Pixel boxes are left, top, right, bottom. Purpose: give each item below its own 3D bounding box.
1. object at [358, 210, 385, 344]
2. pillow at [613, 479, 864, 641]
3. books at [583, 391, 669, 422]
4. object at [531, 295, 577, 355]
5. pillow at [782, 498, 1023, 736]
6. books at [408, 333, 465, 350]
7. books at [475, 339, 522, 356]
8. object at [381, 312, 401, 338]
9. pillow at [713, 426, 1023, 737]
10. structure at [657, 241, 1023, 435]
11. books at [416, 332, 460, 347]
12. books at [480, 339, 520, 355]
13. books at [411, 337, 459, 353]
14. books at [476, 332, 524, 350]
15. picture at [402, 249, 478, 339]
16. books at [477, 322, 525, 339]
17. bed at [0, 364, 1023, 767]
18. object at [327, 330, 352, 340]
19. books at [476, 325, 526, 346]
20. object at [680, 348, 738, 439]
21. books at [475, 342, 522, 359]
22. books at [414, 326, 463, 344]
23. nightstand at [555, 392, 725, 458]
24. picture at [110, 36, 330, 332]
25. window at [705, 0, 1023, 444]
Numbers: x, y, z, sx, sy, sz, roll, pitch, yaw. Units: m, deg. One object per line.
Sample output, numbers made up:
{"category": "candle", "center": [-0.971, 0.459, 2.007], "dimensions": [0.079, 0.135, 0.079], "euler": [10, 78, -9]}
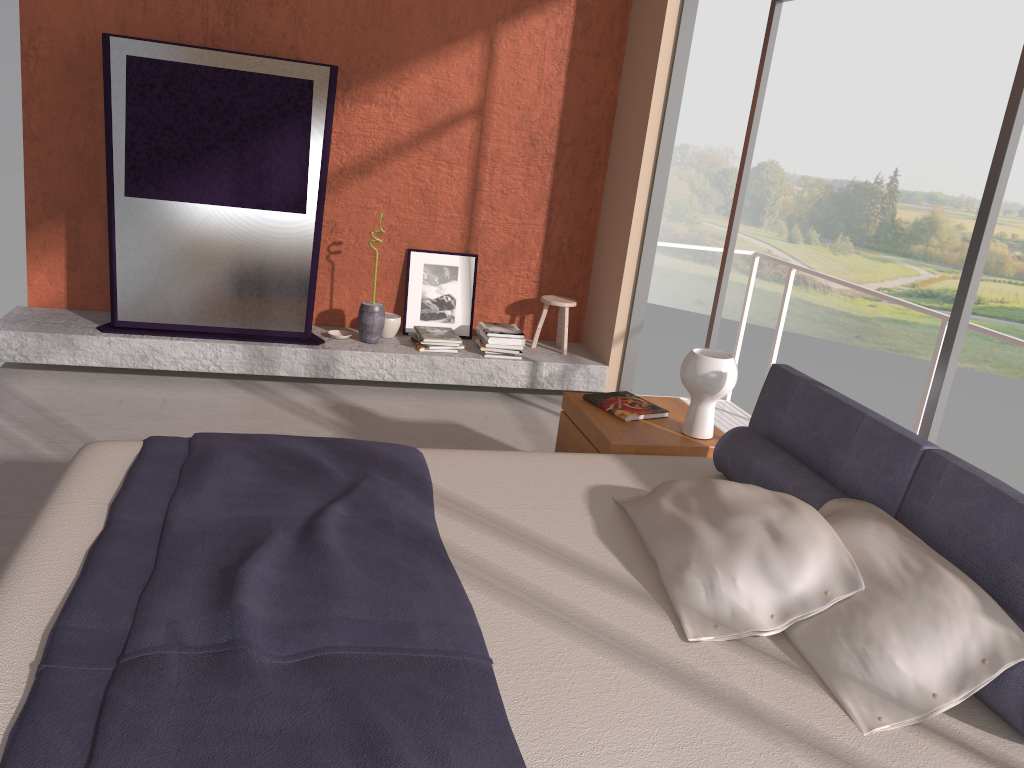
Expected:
{"category": "object", "center": [-0.832, -0.645, 5.380], "dimensions": [0.165, 0.810, 0.165], "euler": [10, 16, 7]}
{"category": "pillow", "center": [0.587, 0.412, 2.478], "dimensions": [0.431, 0.264, 0.869], "euler": [5, 16, -8]}
{"category": "books", "center": [0.487, 0.093, 3.802], "dimensions": [0.247, 0.025, 0.287], "euler": [-4, 20, -33]}
{"category": "object", "center": [0.299, -0.390, 5.856], "dimensions": [0.257, 0.349, 0.260], "euler": [-9, 23, -44]}
{"category": "pillow", "center": [0.850, 0.521, 2.193], "dimensions": [0.400, 0.265, 0.791], "euler": [4, 17, -12]}
{"category": "books", "center": [-0.476, -0.272, 5.586], "dimensions": [0.247, 0.018, 0.328], "euler": [-2, 19, -30]}
{"category": "books", "center": [-0.085, -0.234, 5.665], "dimensions": [0.247, 0.018, 0.287], "euler": [3, 17, -15]}
{"category": "object", "center": [-0.803, -0.371, 5.661], "dimensions": [0.179, 0.137, 0.180], "euler": [7, 16, -3]}
{"category": "pillow", "center": [0.978, 0.457, 2.500], "dimensions": [0.205, 0.201, 1.470], "euler": [3, 17, -15]}
{"category": "structure", "center": [2.066, 0.770, 2.191], "dimensions": [0.728, 1.005, 7.689], "euler": [3, 17, -15]}
{"category": "books", "center": [-0.467, -0.288, 5.567], "dimensions": [0.247, 0.025, 0.287], "euler": [4, 17, -13]}
{"category": "books", "center": [-0.080, -0.247, 5.636], "dimensions": [0.247, 0.025, 0.287], "euler": [6, 16, -5]}
{"category": "books", "center": [-0.490, -0.248, 5.582], "dimensions": [0.247, 0.025, 0.287], "euler": [2, 17, -18]}
{"category": "books", "center": [-0.077, -0.279, 5.646], "dimensions": [0.247, 0.027, 0.328], "euler": [3, 17, -14]}
{"category": "picture", "center": [-0.466, -0.584, 5.787], "dimensions": [0.458, 0.550, 0.117], "euler": [3, 17, -15]}
{"category": "books", "center": [-0.071, -0.341, 5.634], "dimensions": [0.247, 0.025, 0.287], "euler": [3, 17, -15]}
{"category": "bed", "center": [-0.042, 0.571, 2.293], "dimensions": [2.462, 0.959, 2.017], "euler": [3, 17, -15]}
{"category": "object", "center": [-1.068, -0.297, 5.494], "dimensions": [0.152, 0.040, 0.152], "euler": [13, 17, 18]}
{"category": "books", "center": [-0.073, -0.310, 5.637], "dimensions": [0.247, 0.038, 0.319], "euler": [2, 17, -18]}
{"category": "object", "center": [0.770, 0.041, 3.538], "dimensions": [0.224, 0.338, 0.224], "euler": [6, 16, -4]}
{"category": "books", "center": [-0.086, -0.215, 5.665], "dimensions": [0.247, 0.018, 0.328], "euler": [3, 17, -14]}
{"category": "books", "center": [-0.466, -0.310, 5.566], "dimensions": [0.247, 0.018, 0.328], "euler": [2, 17, -18]}
{"category": "nightstand", "center": [0.538, 0.407, 3.796], "dimensions": [0.562, 0.556, 0.628], "euler": [3, 17, -15]}
{"category": "picture", "center": [-1.636, -1.061, 4.942], "dimensions": [1.129, 1.496, 0.126], "euler": [3, 17, -15]}
{"category": "window", "center": [1.848, -0.128, 1.632], "dimensions": [0.075, 3.133, 6.106], "euler": [3, 17, -15]}
